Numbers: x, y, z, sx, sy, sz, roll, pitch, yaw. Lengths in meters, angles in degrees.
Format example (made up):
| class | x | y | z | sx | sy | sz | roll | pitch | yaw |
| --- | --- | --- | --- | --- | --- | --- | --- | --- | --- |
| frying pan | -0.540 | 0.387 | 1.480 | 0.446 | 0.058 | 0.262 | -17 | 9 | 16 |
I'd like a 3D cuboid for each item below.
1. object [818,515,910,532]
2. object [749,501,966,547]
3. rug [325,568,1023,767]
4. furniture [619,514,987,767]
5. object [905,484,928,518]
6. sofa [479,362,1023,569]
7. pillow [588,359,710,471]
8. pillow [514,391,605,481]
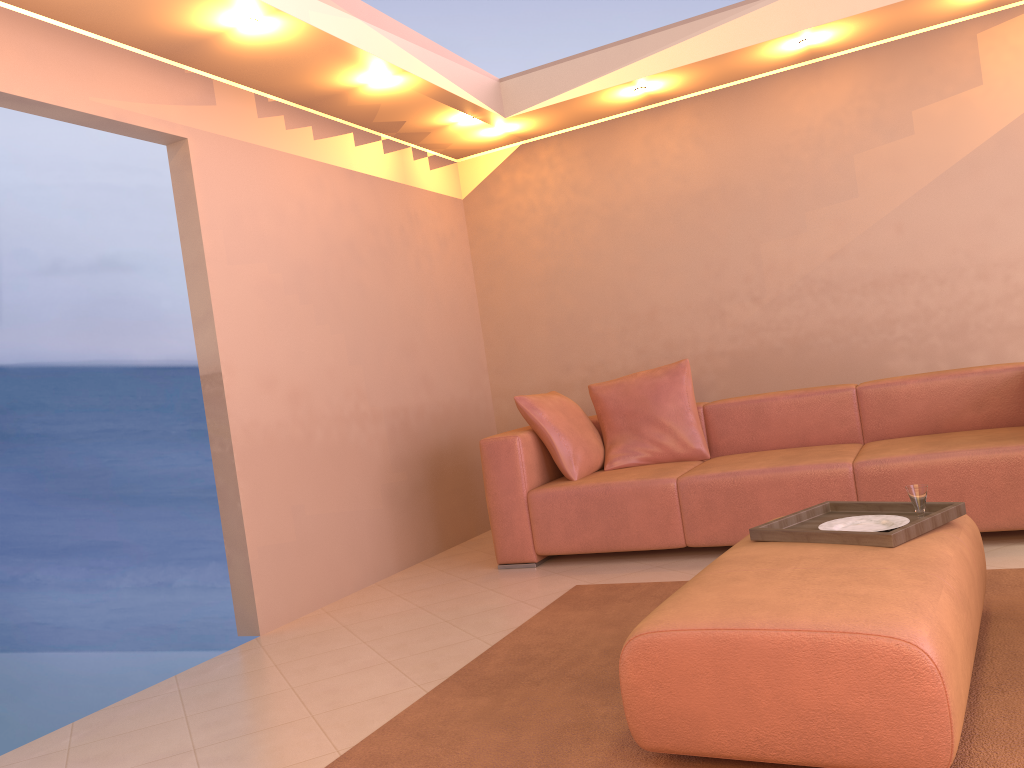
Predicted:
| class | x | y | z | sx | sy | sz | roll | pitch | yaw |
| --- | --- | --- | --- | --- | --- | --- | --- | --- | --- |
| object | 0.983 | 0.399 | 2.480 | 0.240 | 0.018 | 0.240 | -8 | 0 | -11 |
| object | 0.989 | 0.395 | 2.547 | 0.421 | 0.034 | 0.436 | -8 | 0 | -39 |
| rug | 0.532 | 0.829 | 2.259 | 1.833 | 0.005 | 2.626 | -8 | 0 | 26 |
| furniture | 0.843 | 0.583 | 2.353 | 0.685 | 0.301 | 1.291 | -9 | 0 | 31 |
| object | 1.163 | 0.337 | 2.535 | 0.061 | 0.091 | 0.061 | -8 | 0 | 10 |
| sofa | 1.281 | 0.389 | 4.269 | 2.781 | 0.672 | 0.943 | -8 | 0 | 26 |
| pillow | 0.709 | 0.164 | 4.686 | 0.582 | 0.528 | 0.302 | -8 | 0 | 9 |
| pillow | 0.291 | 0.268 | 4.682 | 0.335 | 0.486 | 0.554 | -8 | 0 | 22 |
